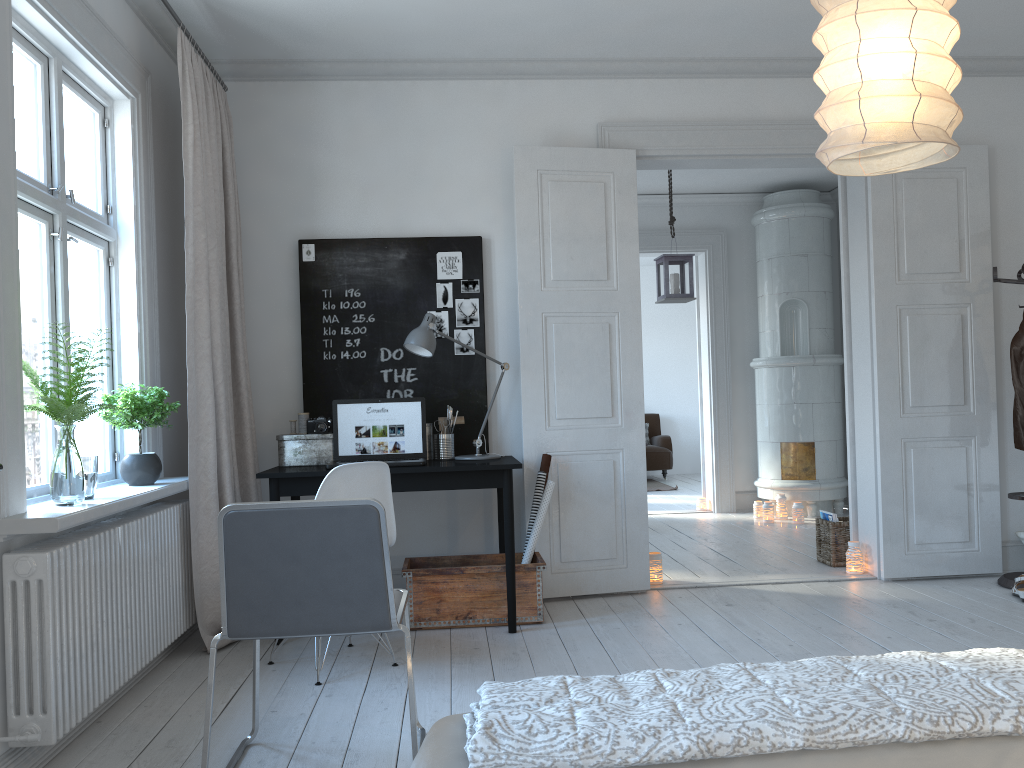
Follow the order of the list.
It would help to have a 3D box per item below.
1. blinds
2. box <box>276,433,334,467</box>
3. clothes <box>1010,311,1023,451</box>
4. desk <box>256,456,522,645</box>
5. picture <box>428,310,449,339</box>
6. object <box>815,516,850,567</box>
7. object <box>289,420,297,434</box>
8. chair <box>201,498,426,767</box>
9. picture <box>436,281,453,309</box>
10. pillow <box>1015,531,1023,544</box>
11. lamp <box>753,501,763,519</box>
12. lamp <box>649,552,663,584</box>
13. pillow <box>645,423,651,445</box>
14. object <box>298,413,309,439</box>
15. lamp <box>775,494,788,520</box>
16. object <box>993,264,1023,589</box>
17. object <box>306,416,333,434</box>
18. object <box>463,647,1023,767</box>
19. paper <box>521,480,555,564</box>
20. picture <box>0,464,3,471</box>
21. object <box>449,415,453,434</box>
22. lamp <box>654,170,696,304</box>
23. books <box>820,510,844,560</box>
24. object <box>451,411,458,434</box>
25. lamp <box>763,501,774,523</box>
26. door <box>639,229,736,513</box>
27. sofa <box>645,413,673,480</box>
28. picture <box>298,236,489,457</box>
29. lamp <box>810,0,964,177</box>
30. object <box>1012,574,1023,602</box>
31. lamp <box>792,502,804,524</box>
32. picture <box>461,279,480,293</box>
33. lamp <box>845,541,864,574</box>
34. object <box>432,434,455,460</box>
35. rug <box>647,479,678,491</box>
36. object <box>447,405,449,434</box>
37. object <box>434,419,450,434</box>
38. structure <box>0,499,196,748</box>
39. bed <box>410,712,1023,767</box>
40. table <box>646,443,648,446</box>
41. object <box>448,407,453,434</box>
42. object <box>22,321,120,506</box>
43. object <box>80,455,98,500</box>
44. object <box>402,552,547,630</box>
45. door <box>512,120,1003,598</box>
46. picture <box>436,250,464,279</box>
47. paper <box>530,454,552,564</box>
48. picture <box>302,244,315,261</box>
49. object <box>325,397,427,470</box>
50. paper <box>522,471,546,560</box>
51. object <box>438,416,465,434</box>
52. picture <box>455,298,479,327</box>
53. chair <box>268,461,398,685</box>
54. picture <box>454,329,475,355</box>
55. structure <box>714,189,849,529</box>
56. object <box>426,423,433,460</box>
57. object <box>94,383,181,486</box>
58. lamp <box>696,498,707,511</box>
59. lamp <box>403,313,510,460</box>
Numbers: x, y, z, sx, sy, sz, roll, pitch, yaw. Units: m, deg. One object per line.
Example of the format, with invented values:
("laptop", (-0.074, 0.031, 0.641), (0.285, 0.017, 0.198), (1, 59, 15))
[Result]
("blinds", (-1.302, -0.166, 4.096), (0.225, 2.647, 0.831), (-2, 0, -4))
("box", (-0.987, 0.320, 4.353), (0.317, 0.152, 0.193), (-2, -1, -4))
("clothes", (2.666, -0.031, 4.499), (0.237, 0.770, 0.211), (-2, 0, 29))
("desk", (-0.543, 0.758, 4.209), (1.159, 0.759, 0.651), (-2, -1, -4))
("picture", (-0.385, -0.310, 4.622), (0.107, 0.150, 0.001), (-2, 0, -4))
("object", (2.008, 0.947, 5.348), (0.270, 0.265, 0.224), (-2, -1, -4))
("object", (-1.083, 0.214, 4.388), (0.040, 0.069, 0.040), (-2, 0, -16))
("chair", (-0.544, 0.702, 2.515), (0.562, 0.797, 0.525), (-2, -1, -4))
("picture", (-0.352, -0.463, 4.626), (0.083, 0.146, 0.002), (-2, 0, -4))
("pillow", (2.931, 0.878, 4.758), (0.317, 0.314, 0.273), (-2, -1, -3))
("lamp", (2.049, 1.047, 7.367), (0.084, 0.146, 0.084), (-2, 0, 0))
("lamp", (0.783, 1.014, 4.881), (0.089, 0.166, 0.089), (-2, 0, -12))
("pillow", (1.525, 0.651, 11.441), (0.542, 0.288, 0.183), (-2, -1, -3))
("object", (-1.023, 0.207, 4.326), (0.056, 0.130, 0.167), (-2, -1, -6))
("lamp", (2.211, 1.008, 7.280), (0.098, 0.210, 0.098), (-2, 0, 0))
("object", (2.687, 0.210, 4.569), (0.374, 1.658, 0.374), (-2, 0, 3))
("object", (-0.924, 0.197, 4.266), (0.137, 0.087, 0.073), (-2, -1, -4))
("object", (0.655, 0.474, 1.363), (1.460, 0.104, 0.405), (-2, -1, -4))
("paper", (0.093, 0.785, 4.285), (0.283, 0.626, 0.041), (-2, 0, -26))
("picture", (-1.420, -0.422, 2.067), (0.057, 1.313, 0.793), (-2, 0, -4))
("object", (-0.313, 0.264, 4.423), (0.009, 0.222, 0.082), (-2, 0, 25))
("lamp", (1.124, -1.462, 6.257), (0.228, 1.762, 0.228), (-2, 0, -7))
("books", (1.994, 0.914, 5.347), (0.201, 0.300, 0.179), (-2, 0, -4))
("object", (-0.302, 0.254, 4.419), (0.084, 0.240, 0.009), (-2, 0, -27))
("lamp", (2.064, 1.032, 7.136), (0.089, 0.166, 0.089), (-2, 0, -3))
("door", (1.094, -0.086, 7.922), (2.598, 2.505, 0.577), (-2, 0, -4))
("sofa", (0.907, 0.820, 11.291), (2.165, 0.824, 0.969), (-2, -1, -4))
("picture", (-0.614, -0.176, 4.636), (0.953, 1.172, 0.064), (-2, 0, -4))
("lamp", (0.906, -1.159, 2.185), (0.339, 1.231, 0.340), (-2, 0, 27))
("object", (2.493, 0.978, 4.324), (0.099, 0.126, 0.272), (-2, -1, 28))
("lamp", (2.272, 1.023, 7.037), (0.089, 0.166, 0.089), (-2, 0, -5))
("picture", (-0.218, -0.514, 4.637), (0.095, 0.071, 0.001), (-2, 0, -4))
("lamp", (1.921, 0.975, 4.975), (0.093, 0.179, 0.093), (-2, 0, -21))
("object", (-0.340, 0.313, 4.415), (0.108, 0.128, 0.108), (-2, -1, 11))
("rug", (0.969, 1.199, 10.528), (1.710, 0.055, 1.456), (-2, -1, -4))
("object", (-0.322, 0.239, 4.432), (0.008, 0.267, 0.060), (-2, 0, 12))
("object", (-0.353, 0.274, 4.426), (0.081, 0.198, 0.050), (-2, 0, 21))
("structure", (-1.444, 0.766, 3.191), (0.195, 0.547, 1.506), (-2, -1, -4))
("bed", (0.709, 0.491, 0.521), (1.888, 1.046, 2.177), (-2, -1, -4))
("table", (0.962, 0.974, 10.502), (1.299, 0.503, 1.300), (-2, -1, -14))
("object", (-0.317, 0.242, 4.433), (0.012, 0.264, 0.062), (-2, 0, 38))
("object", (-1.431, 0.102, 2.798), (0.414, 0.564, 0.305), (-2, -1, 30))
("object", (-1.442, 0.315, 2.981), (0.097, 0.146, 0.097), (-2, -1, 2))
("object", (-0.180, 0.984, 4.234), (0.664, 0.282, 0.339), (-2, -1, -4))
("door", (1.312, -0.159, 4.914), (2.598, 2.505, 0.577), (-2, 0, -4))
("picture", (-0.324, -0.624, 4.629), (0.147, 0.154, 0.004), (-2, 0, -4))
("paper", (0.108, 0.728, 4.416), (0.048, 0.747, 0.297), (-2, 0, 41))
("picture", (-1.050, -0.678, 4.578), (0.061, 0.088, 0.004), (-2, 0, -7))
("object", (-0.626, 0.223, 4.120), (0.445, 0.315, 0.325), (-2, -1, -4))
("paper", (0.087, 0.770, 4.344), (0.043, 0.669, 0.266), (-2, 0, 41))
("object", (-0.299, 0.270, 4.473), (0.138, 0.209, 0.034), (-2, 0, -24))
("picture", (-0.233, -0.375, 4.634), (0.121, 0.153, 0.002), (-2, 0, -4))
("chair", (-0.717, 0.716, 3.556), (0.474, 0.824, 0.554), (-1, -1, -39))
("picture", (-0.249, -0.221, 4.632), (0.103, 0.136, 0.001), (-2, 0, -4))
("structure", (2.309, -0.215, 7.466), (0.801, 2.827, 1.247), (-2, 0, 41))
("object", (-0.435, 0.293, 4.480), (0.079, 0.188, 0.079), (-2, 0, -25))
("object", (-1.485, 0.198, 3.516), (0.309, 0.407, 0.272), (-1, -1, -44))
("lamp", (1.705, 1.081, 7.972), (0.093, 0.110, 0.093), (-2, -1, 13))
("lamp", (-0.258, 0.017, 4.356), (0.616, 0.716, 0.230), (-1, 0, -33))
